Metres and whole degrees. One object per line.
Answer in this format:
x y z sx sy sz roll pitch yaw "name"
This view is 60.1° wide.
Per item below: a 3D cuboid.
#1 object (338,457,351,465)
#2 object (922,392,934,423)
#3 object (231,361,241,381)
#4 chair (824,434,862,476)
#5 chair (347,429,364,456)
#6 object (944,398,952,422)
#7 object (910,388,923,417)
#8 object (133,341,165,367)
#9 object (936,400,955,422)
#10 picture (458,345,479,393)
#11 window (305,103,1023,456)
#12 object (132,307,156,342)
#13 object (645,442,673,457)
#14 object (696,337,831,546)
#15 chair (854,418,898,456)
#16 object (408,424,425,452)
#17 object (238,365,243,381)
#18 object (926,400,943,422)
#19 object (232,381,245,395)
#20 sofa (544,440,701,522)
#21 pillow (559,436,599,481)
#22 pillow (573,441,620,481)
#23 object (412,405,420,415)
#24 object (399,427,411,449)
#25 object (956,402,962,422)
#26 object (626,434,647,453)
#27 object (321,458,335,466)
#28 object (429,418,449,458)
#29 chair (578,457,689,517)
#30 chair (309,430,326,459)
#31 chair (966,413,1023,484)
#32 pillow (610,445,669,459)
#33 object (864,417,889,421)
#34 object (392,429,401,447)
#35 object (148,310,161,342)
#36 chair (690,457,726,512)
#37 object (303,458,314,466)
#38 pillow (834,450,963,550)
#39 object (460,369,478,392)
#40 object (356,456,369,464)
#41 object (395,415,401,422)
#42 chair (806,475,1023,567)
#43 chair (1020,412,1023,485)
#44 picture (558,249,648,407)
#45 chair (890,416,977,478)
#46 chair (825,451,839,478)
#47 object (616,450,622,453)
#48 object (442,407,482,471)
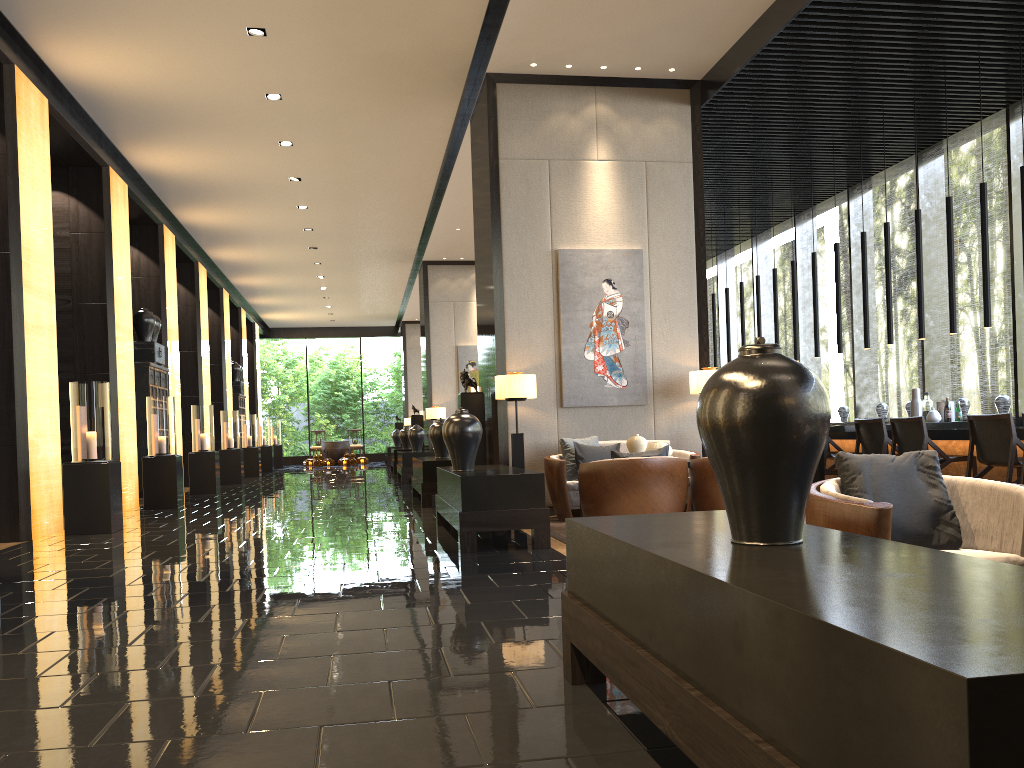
-4.958 2.284 26.161 0.369 0.229 0.370 -2 -2 -7 "object"
4.180 0.235 8.912 0.129 0.305 0.129 -2 0 -24 "object"
-6.628 -0.306 21.111 0.311 0.493 0.312 -1 -1 -36 "object"
3.325 0.783 9.196 0.563 0.827 0.526 -2 -1 -10 "chair"
-4.920 1.948 27.757 0.520 1.076 0.536 -2 0 -10 "chair"
4.314 0.257 8.769 0.067 0.237 0.067 -2 0 -16 "object"
4.040 0.217 8.844 0.113 0.344 0.113 -2 0 -14 "object"
-5.164 -0.416 12.574 0.365 0.315 0.606 -2 -2 -10 "object"
4.354 0.271 8.889 0.168 0.219 0.169 -2 -1 -14 "object"
-0.615 -0.007 17.302 0.834 1.502 0.037 -2 0 -10 "picture"
-1.405 -0.531 13.407 12.049 4.226 31.926 -1 -3 -10 "window"
-5.160 -0.831 12.415 0.311 0.493 0.312 -1 -1 -43 "object"
1.215 0.566 7.379 0.245 0.168 0.246 -2 -2 -7 "object"
0.605 0.133 2.132 0.311 0.493 0.312 -2 -1 -21 "object"
3.494 0.723 8.196 0.563 0.827 0.526 -2 -1 -10 "chair"
-1.697 0.957 15.776 0.311 0.493 0.311 -2 -1 9 "object"
-6.683 -0.286 21.439 0.311 0.493 0.312 -2 -1 -28 "object"
4.161 0.270 8.739 0.135 0.217 0.136 -2 -1 -23 "object"
-6.631 0.109 21.270 0.365 0.315 0.606 -2 -2 -10 "object"
1.003 0.869 8.132 1.448 0.693 0.603 -2 -1 -10 "sofa"
0.651 0.683 8.173 0.432 0.399 0.201 -1 -1 -31 "pillow"
0.777 0.692 8.037 0.471 0.361 0.219 -2 -1 -13 "pillow"
-1.932 0.517 17.727 0.161 0.217 0.102 -2 0 -22 "object"
-2.338 1.187 19.575 0.311 0.493 0.311 -2 -1 9 "object"
4.414 0.272 8.746 0.056 0.197 0.056 -2 0 -8 "object"
1.029 0.530 7.291 0.171 0.236 0.171 -2 -1 25 "object"
-5.411 2.295 26.080 0.370 0.229 0.370 -2 -2 13 "object"
-0.862 0.658 10.824 0.311 0.493 0.312 -2 -1 -28 "object"
0.902 0.822 6.373 0.803 0.604 0.606 -2 -1 -9 "chair"
-6.032 1.976 27.569 0.520 1.076 0.536 -2 0 -10 "chair"
3.758 0.629 6.630 0.563 0.827 0.526 -2 -1 -10 "chair"
0.911 0.602 6.254 0.441 0.338 0.205 -2 -1 -3 "pillow"
3.601 0.369 8.752 0.227 0.067 0.228 -2 -3 -7 "object"
-3.200 1.495 24.684 0.311 0.493 0.311 -2 -1 9 "object"
-5.215 -0.811 12.742 0.311 0.493 0.312 -2 -1 -28 "object"
1.745 0.801 6.516 0.803 0.604 0.606 -2 -1 -9 "chair"
-6.056 2.343 26.560 0.370 0.229 0.370 -2 -2 8 "object"
1.355 0.412 3.134 0.399 0.362 0.222 -2 -1 -9 "pillow"
-0.436 -0.030 8.884 0.176 0.246 0.115 -2 0 -10 "object"
-4.533 2.305 26.799 0.369 0.229 0.370 0 -3 -37 "object"
-3.422 1.038 26.572 0.176 0.246 0.115 -2 0 -5 "object"
1.381 0.622 3.018 0.803 0.604 0.606 -2 -1 -9 "chair"
3.854 0.594 6.063 0.563 0.827 0.526 -2 -1 -10 "chair"
0.873 -0.540 8.485 0.834 1.502 0.037 -2 0 -10 "picture"
3.589 0.689 7.629 0.563 0.827 0.526 -2 -1 -10 "chair"
3.230 0.818 9.763 0.563 0.827 0.526 -2 -1 -10 "chair"
0.868 0.601 7.354 0.091 0.112 0.091 -3 -1 43 "object"
-0.383 0.425 6.845 0.311 0.493 0.311 -2 -1 9 "object"
